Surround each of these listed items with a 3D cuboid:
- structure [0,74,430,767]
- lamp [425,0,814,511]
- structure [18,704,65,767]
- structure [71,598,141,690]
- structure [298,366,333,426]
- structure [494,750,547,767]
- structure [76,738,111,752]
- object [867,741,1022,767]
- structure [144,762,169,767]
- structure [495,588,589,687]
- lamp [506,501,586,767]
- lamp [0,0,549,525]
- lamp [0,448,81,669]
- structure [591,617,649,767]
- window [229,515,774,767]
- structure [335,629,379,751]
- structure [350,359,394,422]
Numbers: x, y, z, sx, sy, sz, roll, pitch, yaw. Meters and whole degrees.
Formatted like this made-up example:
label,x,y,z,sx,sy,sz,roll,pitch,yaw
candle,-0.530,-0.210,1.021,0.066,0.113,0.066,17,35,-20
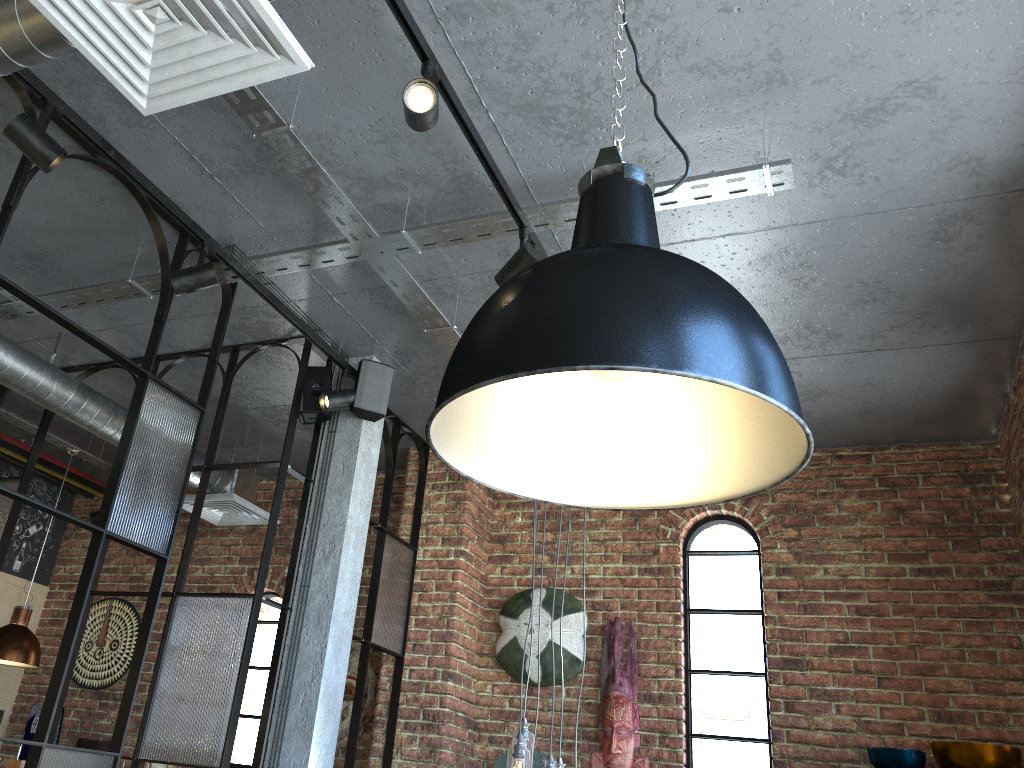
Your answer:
label,x,y,z,sx,sy,sz,roll,pitch,yaw
structure,-3.803,0.491,2.594,6.125,3.346,5.727,3,-26,8
lamp,0.186,-0.498,1.543,0.550,1.335,0.504,-17,-34,37
structure,-3.215,2.458,5.933,0.335,0.563,0.110,-7,-28,23
structure,-2.848,1.794,6.119,0.684,0.623,0.076,-5,-28,22
structure,-0.953,0.059,4.275,0.184,0.269,0.165,6,-26,-2
structure,0.052,2.173,4.449,0.380,0.643,0.100,-7,-29,24
structure,-2.731,2.610,5.597,0.269,0.659,0.154,-7,-29,22
object,1.738,2.315,3.343,0.627,1.772,0.316,-4,-28,18
structure,-2.200,2.090,5.620,0.239,1.127,0.090,-7,-29,23
structure,0.155,1.377,4.826,0.549,0.524,0.141,-6,-28,23
lamp,0.060,0.743,3.524,0.276,2.133,0.522,26,-33,-36
lamp,-3.227,-0.670,3.273,6.478,0.275,6.943,-5,-28,23
lamp,-2.910,1.032,5.453,0.378,1.343,0.356,-3,-27,15
structure,0.550,1.785,4.474,0.220,1.153,0.231,14,-28,-18
window,0.847,0.468,2.160,3.393,2.444,8.596,11,-26,-10
structure,-1.066,1.790,5.218,0.609,0.731,0.122,-6,-28,23
structure,-0.669,0.032,4.146,0.160,0.269,0.189,17,-28,-23
